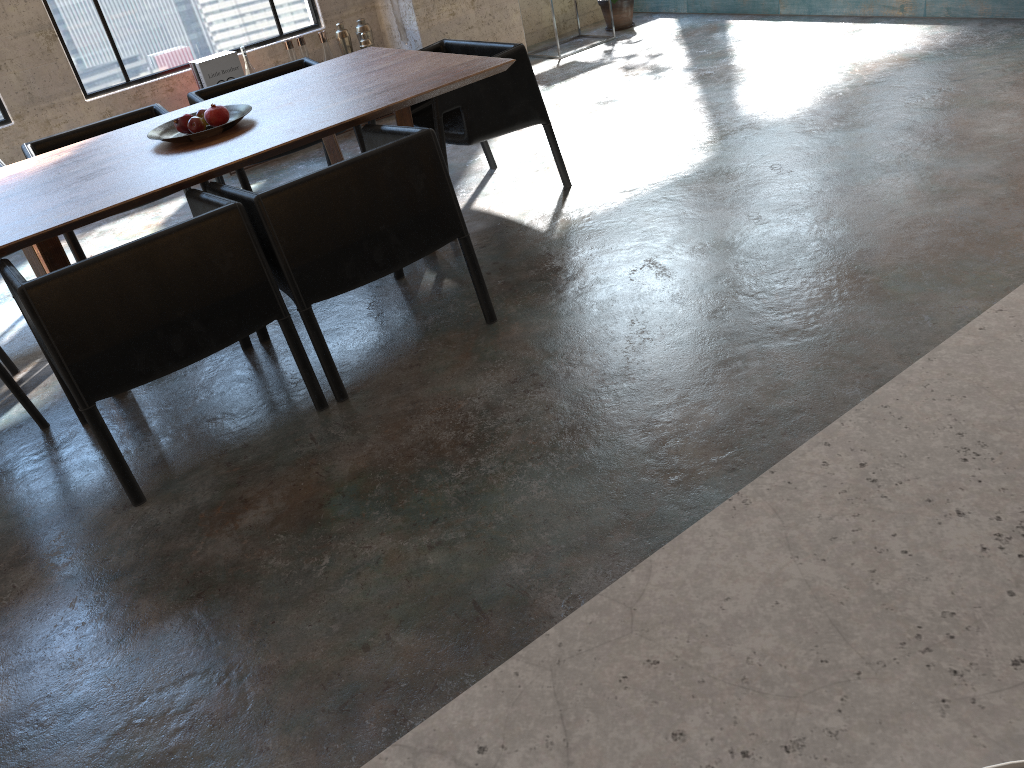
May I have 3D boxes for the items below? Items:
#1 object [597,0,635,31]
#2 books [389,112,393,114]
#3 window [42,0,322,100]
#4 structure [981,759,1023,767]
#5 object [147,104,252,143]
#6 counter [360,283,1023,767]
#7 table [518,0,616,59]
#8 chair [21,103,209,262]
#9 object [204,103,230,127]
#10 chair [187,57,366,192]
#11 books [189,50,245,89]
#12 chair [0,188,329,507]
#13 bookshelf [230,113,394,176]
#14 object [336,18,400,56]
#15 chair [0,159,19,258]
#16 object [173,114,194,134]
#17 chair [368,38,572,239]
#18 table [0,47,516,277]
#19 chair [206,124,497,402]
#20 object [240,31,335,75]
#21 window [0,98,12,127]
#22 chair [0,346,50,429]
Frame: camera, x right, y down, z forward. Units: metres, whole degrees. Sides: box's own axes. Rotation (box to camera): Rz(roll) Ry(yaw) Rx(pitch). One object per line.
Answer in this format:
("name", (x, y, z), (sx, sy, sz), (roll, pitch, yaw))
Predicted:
("object", (0.832, -3.692, 7.176), (0.886, 1.552, 0.514), (16, 41, 39))
("books", (-0.956, -2.154, 6.547), (0.393, 0.263, 0.274), (-23, 33, -17))
("window", (-2.369, -3.329, 5.596), (1.780, 2.530, 0.081), (-29, 35, -25))
("structure", (0.531, 0.228, 0.384), (0.833, 0.187, 0.506), (-29, 35, -25))
("object", (-1.284, -1.078, 3.657), (0.435, 0.079, 0.435), (-9, 31, 6))
("counter", (1.369, -0.190, 0.979), (3.500, 0.046, 1.000), (-29, 35, -25))
("table", (0.429, -3.006, 7.153), (0.600, 0.563, 0.450), (-29, 35, -25))
("chair", (-1.930, -0.925, 4.478), (0.707, 0.738, 0.754), (-26, 34, -21))
("object", (-1.275, -1.102, 3.667), (0.219, 0.097, 0.100), (-6, 32, 12))
("chair", (-1.235, -1.283, 4.803), (0.707, 0.738, 0.754), (-26, 34, -21))
("books", (-1.927, -1.987, 5.887), (0.277, 0.362, 0.191), (-29, 35, -25))
("chair", (-1.199, -0.195, 3.021), (0.707, 0.738, 0.754), (-29, 35, -25))
("bookshelf", (-1.389, -1.951, 6.320), (1.600, 0.347, 0.350), (-29, 35, -25))
("object", (-1.026, -2.457, 6.347), (0.415, 0.333, 0.248), (-10, 31, 5))
("chair", (-2.542, -0.568, 4.124), (0.707, 0.738, 0.754), (-29, 35, -25))
("object", (-1.340, -1.073, 3.653), (0.110, 0.082, 0.088), (-8, 31, 9))
("chair", (-0.261, -1.261, 4.406), (0.754, 0.738, 0.707), (-29, 35, -25))
("table", (-1.240, -0.722, 3.875), (2.410, 0.756, 1.299), (-29, 35, -25))
("chair", (-0.617, -0.517, 3.329), (0.707, 0.738, 0.754), (-29, 35, -25))
("object", (-1.515, -2.227, 6.122), (0.703, 0.365, 0.199), (-23, 32, -16))
("window", (-6.546, -0.978, 3.322), (7.902, 2.530, 0.081), (-29, 35, -25))
("chair", (-2.324, -0.095, 3.275), (0.754, 0.738, 0.707), (-29, 35, -25))
